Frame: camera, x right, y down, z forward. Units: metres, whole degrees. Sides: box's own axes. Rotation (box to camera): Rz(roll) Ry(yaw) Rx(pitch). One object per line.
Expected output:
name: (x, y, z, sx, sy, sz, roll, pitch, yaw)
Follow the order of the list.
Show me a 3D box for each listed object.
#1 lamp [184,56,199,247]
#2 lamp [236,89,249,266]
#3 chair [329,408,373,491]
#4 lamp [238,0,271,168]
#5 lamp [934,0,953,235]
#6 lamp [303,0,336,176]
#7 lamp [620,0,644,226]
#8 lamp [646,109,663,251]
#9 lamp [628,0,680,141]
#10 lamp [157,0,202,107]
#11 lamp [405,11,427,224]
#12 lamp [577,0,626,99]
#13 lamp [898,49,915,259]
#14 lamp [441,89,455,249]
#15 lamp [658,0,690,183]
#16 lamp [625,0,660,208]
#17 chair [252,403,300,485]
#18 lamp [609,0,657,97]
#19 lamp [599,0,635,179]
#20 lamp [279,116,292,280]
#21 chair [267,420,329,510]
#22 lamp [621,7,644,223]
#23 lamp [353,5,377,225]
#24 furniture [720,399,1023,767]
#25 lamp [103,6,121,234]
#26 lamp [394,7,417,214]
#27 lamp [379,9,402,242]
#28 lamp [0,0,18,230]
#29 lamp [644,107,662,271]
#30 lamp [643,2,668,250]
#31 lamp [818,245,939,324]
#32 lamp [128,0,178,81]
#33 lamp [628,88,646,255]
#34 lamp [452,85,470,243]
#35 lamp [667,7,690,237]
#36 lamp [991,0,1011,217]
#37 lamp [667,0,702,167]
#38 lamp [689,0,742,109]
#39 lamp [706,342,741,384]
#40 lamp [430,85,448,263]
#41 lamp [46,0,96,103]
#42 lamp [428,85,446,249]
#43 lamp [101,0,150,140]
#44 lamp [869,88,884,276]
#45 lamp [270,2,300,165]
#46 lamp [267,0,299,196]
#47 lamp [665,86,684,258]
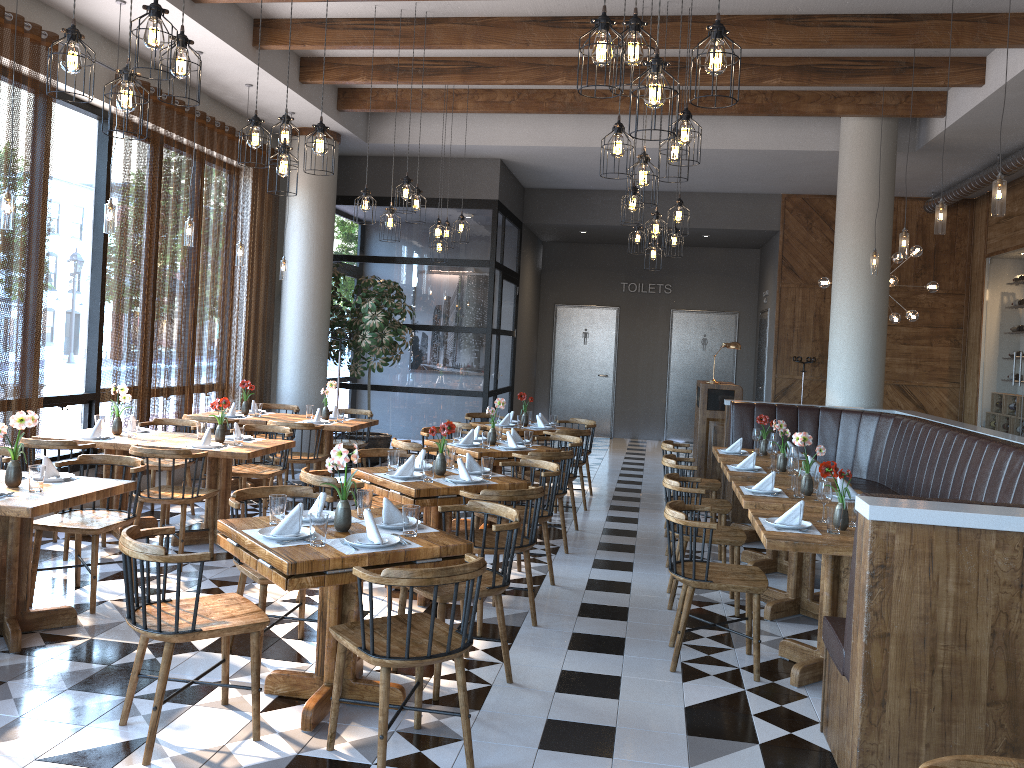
lamp: (-2.827, -2.207, 7.880, 0.078, 1.963, 0.078, 3, 0, -1)
lamp: (-2.673, -2.160, 8.856, 0.078, 1.963, 0.078, 3, 0, -5)
chair: (-1.795, 0.694, 9.540, 0.519, 0.817, 0.550, 3, 1, 9)
lamp: (-1.518, -2.361, 5.382, 0.175, 2.070, 0.175, 3, 0, 17)
lamp: (3.279, -2.112, 6.680, 0.078, 1.963, 0.078, 3, 0, 44)
lamp: (-1.099, -2.291, 5.278, 0.175, 2.070, 0.175, 3, 0, -5)
lamp: (1.014, -2.310, 7.111, 0.175, 2.070, 0.175, 3, 0, -19)
lamp: (1.549, -2.443, 9.315, 0.175, 2.070, 0.175, 3, 0, -37)
lamp: (0.592, -1.982, 3.381, 0.175, 2.070, 0.175, 3, 0, 27)
lamp: (-1.426, -2.288, 3.931, 0.175, 2.070, 0.175, 3, 0, -16)
lamp: (-0.782, -2.431, 7.668, 0.175, 2.070, 0.175, 3, 0, -7)
lamp: (0.397, -2.170, 3.449, 0.175, 2.070, 0.175, 3, 0, 16)
lamp: (3.434, -2.065, 7.656, 0.078, 1.963, 0.078, 3, 0, -5)
lamp: (-0.674, -2.521, 9.699, 0.175, 2.070, 0.175, 3, 0, 11)
lamp: (0.990, -2.219, 5.151, 0.175, 2.070, 0.175, 3, 0, -31)
lamp: (0.793, -2.050, 5.048, 0.175, 2.070, 0.175, 3, 0, -20)
chair: (-2.626, 0.644, 9.675, 0.519, 0.817, 0.550, 3, 1, 9)
lamp: (0.540, -2.226, 3.602, 0.175, 2.070, 0.175, 3, 0, 27)
lamp: (0.630, -2.183, 4.904, 0.175, 2.070, 0.175, 3, 0, 37)
lamp: (-2.506, -2.142, 9.894, 0.078, 1.963, 0.078, 3, 0, 41)
chair: (-2.005, 0.744, 8.251, 0.519, 0.817, 0.550, 3, 1, 9)
lamp: (1.044, -2.375, 7.318, 0.175, 2.070, 0.175, 3, 0, -8)
lamp: (-1.211, -2.406, 7.588, 0.175, 2.070, 0.175, 3, 0, -30)
furniture: (2.669, 0.921, 6.138, 1.918, 1.149, 6.591, 3, 3, 9)
lamp: (-3.015, -2.129, 6.739, 0.078, 1.963, 0.078, 3, 0, 17)
lamp: (-0.847, -2.481, 7.471, 0.175, 2.070, 0.175, 3, 0, 4)
lamp: (-1.006, -2.267, 7.651, 0.175, 2.070, 0.175, 3, 0, 4)
lamp: (-3.194, -1.974, 5.680, 0.078, 1.963, 0.078, 3, 0, -41)
lamp: (1.498, -2.204, 9.088, 0.175, 2.070, 0.175, 3, 0, -37)
lamp: (1.211, -2.129, 7.172, 0.175, 2.070, 0.175, 3, 0, -8)
lamp: (4.639, -1.623, 11.184, 1.160, 2.191, 1.188, 3, 1, -30)
lamp: (-1.461, -2.336, 3.726, 0.175, 2.070, 0.175, 3, 0, -5)
lamp: (1.353, -2.393, 9.237, 0.175, 2.070, 0.175, 3, 0, 42)
lamp: (-0.504, -2.563, 9.573, 0.175, 2.070, 0.175, 3, 0, 22)
lamp: (1.414, -2.254, 7.274, 0.175, 2.070, 0.175, 3, 0, -41)
lamp: (3.092, -2.034, 5.538, 0.078, 1.963, 0.078, 3, 0, 28)
lamp: (1.011, -2.265, 4.943, 0.175, 2.070, 0.175, 3, 0, -20)
lamp: (0.818, -2.100, 3.353, 0.175, 2.070, 0.175, 3, 0, -6)
lamp: (2.379, -0.108, 10.039, 0.445, 0.756, 0.170, 3, 0, -16)
lamp: (-0.732, -2.340, 9.490, 0.175, 2.070, 0.175, 3, 0, 22)
lamp: (-1.838, -2.259, 3.787, 0.175, 2.070, 0.175, 3, 0, -38)
lamp: (-0.732, -2.460, 9.268, 0.175, 2.070, 0.175, 3, 0, -12)
lamp: (-1.645, -2.122, 3.882, 0.175, 2.070, 0.175, 3, 0, -5)
lamp: (3.601, -2.047, 8.693, 0.078, 1.963, 0.078, 3, 0, 41)
lamp: (-1.372, -2.417, 5.533, 0.175, 2.070, 0.175, 3, 0, 28)
lamp: (-1.325, -2.173, 5.310, 0.175, 2.070, 0.175, 3, 0, 28)
lamp: (1.691, -2.320, 8.967, 0.175, 2.070, 0.175, 3, 0, 19)
